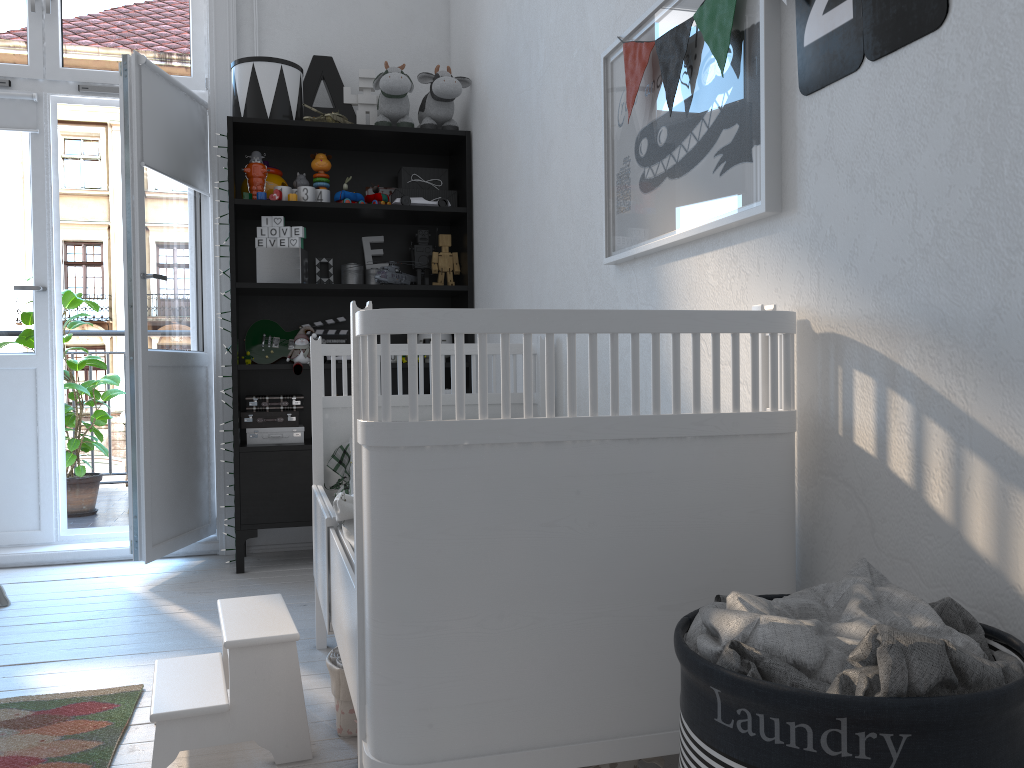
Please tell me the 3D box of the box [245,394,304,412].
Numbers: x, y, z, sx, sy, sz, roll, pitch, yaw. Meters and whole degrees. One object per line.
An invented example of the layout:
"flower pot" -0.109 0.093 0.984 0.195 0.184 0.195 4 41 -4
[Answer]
"box" -0.930 0.075 3.475 0.215 0.062 0.179 -1 1 -15

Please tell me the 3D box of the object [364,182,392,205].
"object" -0.539 -0.751 3.542 0.087 0.112 0.122 -2 1 -45

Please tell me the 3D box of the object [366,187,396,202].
"object" -0.439 -0.760 3.731 0.347 0.132 0.037 -1 1 -15

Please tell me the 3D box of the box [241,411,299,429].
"box" -0.947 0.136 3.470 0.215 0.062 0.179 -1 1 -15

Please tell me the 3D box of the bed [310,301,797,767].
"bed" -0.054 0.291 1.887 0.670 0.833 1.403 -1 1 -16

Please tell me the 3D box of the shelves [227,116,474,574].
"shelves" -0.634 -0.148 3.532 0.911 1.678 0.353 -1 1 -15

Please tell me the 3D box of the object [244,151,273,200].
"object" -0.959 -0.782 3.357 0.105 0.203 0.072 -1 1 -8

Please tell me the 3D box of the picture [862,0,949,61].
"picture" 0.496 -0.585 1.132 0.013 0.305 0.153 -1 1 -16

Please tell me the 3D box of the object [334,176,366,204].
"object" -0.634 -0.748 3.472 0.121 0.126 0.087 -2 1 -38

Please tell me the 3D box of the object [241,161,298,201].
"object" -0.946 -0.779 3.434 0.197 0.197 0.318 -1 1 -19

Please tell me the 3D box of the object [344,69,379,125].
"object" -0.593 -1.133 3.637 0.190 0.290 0.065 -1 1 -10

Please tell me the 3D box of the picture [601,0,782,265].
"picture" 0.319 -0.523 1.744 0.030 0.493 0.703 -1 1 -16

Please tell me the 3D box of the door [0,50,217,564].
"door" -1.796 -0.268 3.321 1.263 1.839 0.636 -1 1 -14

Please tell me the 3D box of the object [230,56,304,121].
"object" -0.933 -1.111 3.497 0.272 0.259 0.395 -1 1 13

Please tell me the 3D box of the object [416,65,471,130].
"object" -0.321 -1.113 3.545 0.211 0.253 0.386 -1 1 -32

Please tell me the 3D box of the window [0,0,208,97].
"window" -1.870 -1.520 3.534 1.263 0.660 0.101 -1 1 -15

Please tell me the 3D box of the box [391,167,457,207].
"box" -0.360 -0.787 3.643 0.251 0.189 0.179 -1 1 -15

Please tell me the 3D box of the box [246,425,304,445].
"box" -0.928 0.197 3.477 0.215 0.062 0.179 -1 1 -15

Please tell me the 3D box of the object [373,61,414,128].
"object" -0.467 -1.110 3.500 0.154 0.253 0.370 -1 1 -7

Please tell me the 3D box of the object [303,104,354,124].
"object" -0.716 -1.034 3.446 0.121 0.100 0.338 0 1 19

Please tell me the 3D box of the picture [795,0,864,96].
"picture" 0.456 -0.585 1.280 0.010 0.301 0.152 -1 1 -16

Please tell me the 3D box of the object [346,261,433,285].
"object" -0.475 -0.436 3.551 0.368 0.106 0.349 -1 1 -14

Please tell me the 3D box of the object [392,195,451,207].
"object" -0.357 -0.714 3.500 0.230 0.048 0.098 -1 1 -25

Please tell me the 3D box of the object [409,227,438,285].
"object" -0.361 -0.516 3.634 0.117 0.259 0.081 -1 1 -15

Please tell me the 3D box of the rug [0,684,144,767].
"rug" -1.225 0.728 0.936 1.320 0.016 2.028 -1 1 -15

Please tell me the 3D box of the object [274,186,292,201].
"object" -0.874 -0.715 3.381 0.067 0.067 0.067 -1 1 -15

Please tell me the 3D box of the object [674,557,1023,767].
"object" 0.346 0.457 0.923 0.345 0.513 0.346 -1 1 -25

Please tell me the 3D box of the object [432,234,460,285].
"object" -0.271 -0.497 3.595 0.114 0.221 0.052 -1 1 -16

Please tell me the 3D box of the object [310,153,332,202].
"object" -0.740 -0.791 3.442 0.077 0.213 0.077 0 1 18

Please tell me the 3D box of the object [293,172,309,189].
"object" -0.841 -0.764 3.542 0.063 0.160 0.063 -2 2 -37

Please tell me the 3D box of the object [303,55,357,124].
"object" -0.769 -1.157 3.619 0.343 0.344 0.057 -1 1 -15

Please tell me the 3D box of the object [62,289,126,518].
"object" -2.301 0.056 4.538 0.720 1.225 0.489 -1 1 -5

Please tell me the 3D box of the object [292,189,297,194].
"object" -0.834 -0.716 3.438 0.067 0.067 0.067 -2 1 -41

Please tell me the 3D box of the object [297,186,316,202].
"object" -0.786 -0.716 3.390 0.067 0.067 0.067 -1 1 -15

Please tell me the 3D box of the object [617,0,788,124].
"object" 0.357 -0.718 1.581 0.058 0.415 0.904 -1 1 -16
